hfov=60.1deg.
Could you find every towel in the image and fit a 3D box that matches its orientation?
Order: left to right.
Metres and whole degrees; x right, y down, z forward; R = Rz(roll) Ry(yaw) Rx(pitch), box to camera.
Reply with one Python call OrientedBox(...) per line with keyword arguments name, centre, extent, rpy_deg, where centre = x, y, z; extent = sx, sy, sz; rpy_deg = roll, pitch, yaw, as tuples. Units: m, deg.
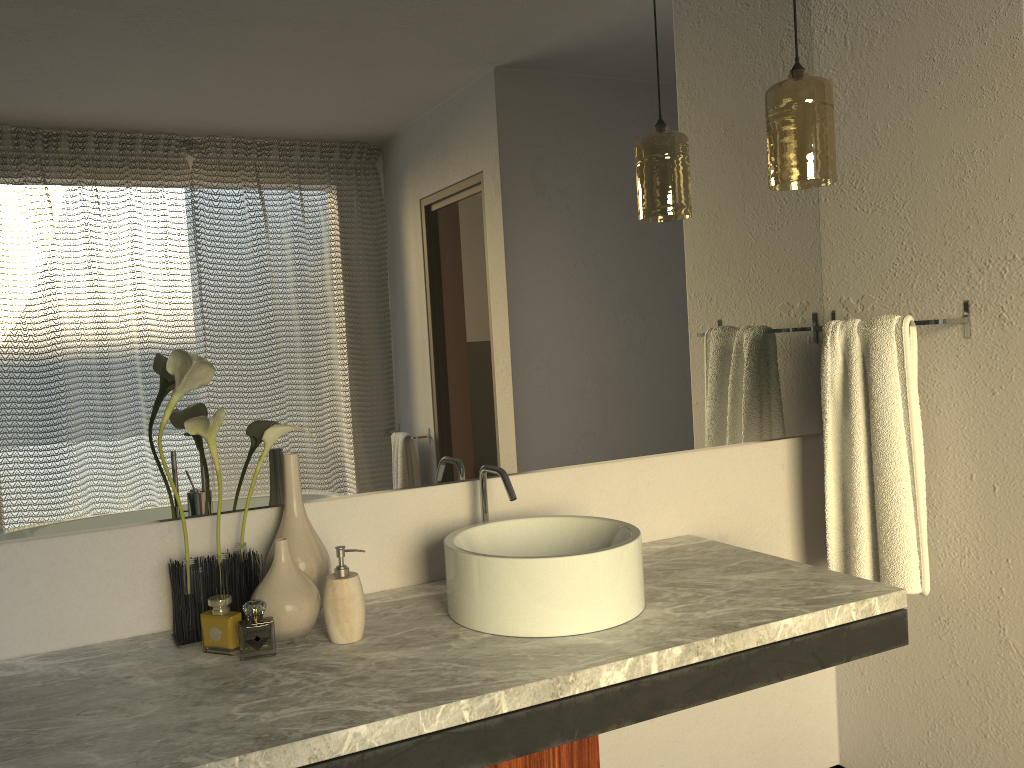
OrientedBox(name="towel", centre=(0.830, 0.164, 2.038), extent=(0.160, 0.636, 0.259), rpy_deg=(-4, 3, -9))

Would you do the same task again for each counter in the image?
OrientedBox(name="counter", centre=(-0.424, 0.495, 1.365), extent=(2.215, 0.101, 0.599), rpy_deg=(-5, 3, -26))

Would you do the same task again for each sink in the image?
OrientedBox(name="sink", centre=(0.057, 0.339, 1.613), extent=(0.366, 0.131, 0.348), rpy_deg=(-1, 3, 41))

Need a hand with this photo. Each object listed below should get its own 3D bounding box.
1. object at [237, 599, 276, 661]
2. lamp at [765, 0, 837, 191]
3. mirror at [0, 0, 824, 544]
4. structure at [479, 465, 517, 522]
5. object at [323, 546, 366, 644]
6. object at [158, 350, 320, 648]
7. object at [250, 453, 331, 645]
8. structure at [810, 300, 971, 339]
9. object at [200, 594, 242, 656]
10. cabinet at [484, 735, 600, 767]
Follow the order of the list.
OrientedBox(name="object", centre=(-0.413, 0.394, 1.429), extent=(0.056, 0.090, 0.039), rpy_deg=(-4, 3, -16))
OrientedBox(name="lamp", centre=(0.603, -0.863, 1.896), extent=(0.141, 0.867, 0.137), rpy_deg=(-3, 3, 16))
OrientedBox(name="mirror", centre=(-1.012, -0.298, 1.391), extent=(4.000, 1.152, 0.017), rpy_deg=(-5, 3, -26))
OrientedBox(name="structure", centre=(-0.049, 0.284, 1.747), extent=(0.065, 0.242, 0.167), rpy_deg=(-4, 3, -24))
OrientedBox(name="object", centre=(-0.284, 0.352, 1.491), extent=(0.069, 0.158, 0.072), rpy_deg=(-6, 3, -44))
OrientedBox(name="object", centre=(-0.484, 0.188, 1.556), extent=(0.193, 0.504, 0.237), rpy_deg=(-1, 3, 41))
OrientedBox(name="object", centre=(-0.394, 0.283, 1.565), extent=(0.120, 0.305, 0.240), rpy_deg=(-3, 3, -1))
OrientedBox(name="structure", centre=(0.862, -0.138, 2.060), extent=(0.100, 0.088, 0.376), rpy_deg=(-5, 3, -28))
OrientedBox(name="object", centre=(-0.480, 0.398, 1.464), extent=(0.067, 0.092, 0.038), rpy_deg=(-2, 3, 24))
OrientedBox(name="cabinet", centre=(-0.246, 0.826, 1.499), extent=(0.646, 0.599, 0.522), rpy_deg=(-5, 3, -27))
